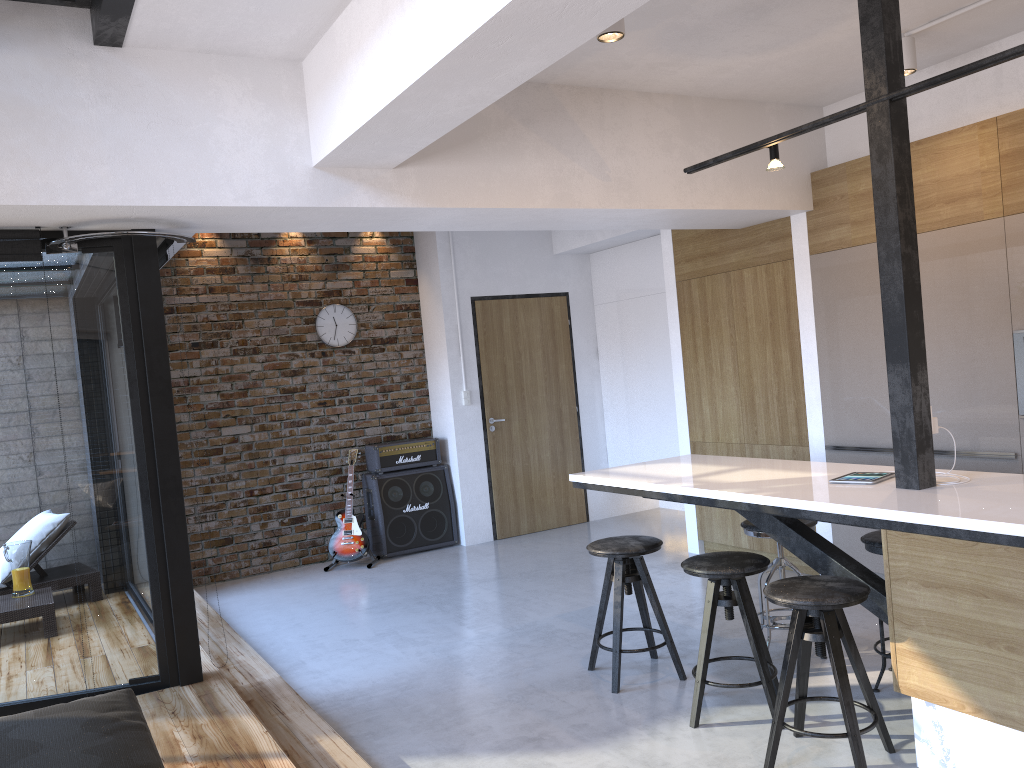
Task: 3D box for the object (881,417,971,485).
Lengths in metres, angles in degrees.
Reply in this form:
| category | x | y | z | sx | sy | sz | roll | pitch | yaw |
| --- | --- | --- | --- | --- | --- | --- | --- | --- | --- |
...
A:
| category | x | y | z | sx | sy | sz | roll | pitch | yaw |
| --- | --- | --- | --- | --- | --- | --- | --- | --- | --- |
| object | 1.613 | 0.244 | 3.474 | 0.214 | 0.246 | 0.417 | -6 | 1 | -8 |

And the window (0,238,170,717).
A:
| category | x | y | z | sx | sy | sz | roll | pitch | yaw |
| --- | --- | --- | --- | --- | --- | --- | --- | --- | --- |
| window | -2.819 | 0.475 | 3.707 | 2.447 | 2.052 | 0.100 | -6 | 2 | -12 |

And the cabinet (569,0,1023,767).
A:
| category | x | y | z | sx | sy | sz | roll | pitch | yaw |
| --- | --- | --- | --- | --- | --- | --- | --- | --- | --- |
| cabinet | 2.904 | -0.256 | 2.148 | 2.472 | 2.873 | 9.118 | -6 | 1 | -29 |

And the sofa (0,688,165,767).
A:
| category | x | y | z | sx | sy | sz | roll | pitch | yaw |
| --- | --- | --- | --- | --- | --- | --- | --- | --- | --- |
| sofa | -1.834 | 1.095 | 0.935 | 2.996 | 0.701 | 3.045 | -6 | 1 | -29 |

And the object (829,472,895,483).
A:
| category | x | y | z | sx | sy | sz | roll | pitch | yaw |
| --- | --- | --- | --- | --- | --- | --- | --- | --- | --- |
| object | 1.414 | 0.380 | 3.569 | 0.240 | 0.013 | 0.188 | -6 | 2 | -44 |

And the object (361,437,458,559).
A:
| category | x | y | z | sx | sy | sz | roll | pitch | yaw |
| --- | --- | --- | --- | --- | --- | --- | --- | --- | --- |
| object | -0.887 | 0.955 | 7.619 | 0.696 | 0.937 | 0.358 | -6 | 2 | -29 |

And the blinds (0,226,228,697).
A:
| category | x | y | z | sx | sy | sz | roll | pitch | yaw |
| --- | --- | --- | --- | --- | --- | --- | --- | --- | --- |
| blinds | -2.354 | 0.405 | 4.275 | 1.829 | 2.053 | 3.858 | -5 | 1 | 15 |

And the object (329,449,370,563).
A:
| category | x | y | z | sx | sy | sz | roll | pitch | yaw |
| --- | --- | --- | --- | --- | --- | --- | --- | --- | --- |
| object | -1.328 | 0.995 | 7.334 | 0.330 | 0.874 | 0.524 | -5 | 2 | 5 |

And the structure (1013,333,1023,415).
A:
| category | x | y | z | sx | sy | sz | roll | pitch | yaw |
| --- | --- | --- | --- | --- | --- | --- | --- | --- | --- |
| structure | 2.762 | -0.073 | 4.137 | 0.396 | 0.397 | 0.596 | -6 | 2 | -29 |

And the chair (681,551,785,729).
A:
| category | x | y | z | sx | sy | sz | roll | pitch | yaw |
| --- | --- | --- | --- | --- | --- | --- | --- | --- | --- |
| chair | 0.896 | 1.028 | 3.627 | 0.365 | 0.630 | 0.365 | -5 | 2 | 16 |

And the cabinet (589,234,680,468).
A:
| category | x | y | z | sx | sy | sz | roll | pitch | yaw |
| --- | --- | --- | --- | --- | --- | --- | --- | --- | --- |
| cabinet | 1.243 | -0.181 | 7.552 | 0.020 | 2.118 | 1.710 | -6 | 2 | -29 |

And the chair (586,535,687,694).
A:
| category | x | y | z | sx | sy | sz | roll | pitch | yaw |
| --- | --- | --- | --- | --- | --- | --- | --- | --- | --- |
| chair | 0.553 | 1.050 | 4.152 | 0.366 | 0.630 | 0.366 | -6 | 2 | -14 |

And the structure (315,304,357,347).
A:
| category | x | y | z | sx | sy | sz | roll | pitch | yaw |
| --- | --- | --- | --- | --- | --- | --- | --- | --- | --- |
| structure | -1.492 | -0.495 | 7.524 | 0.360 | 0.360 | 0.040 | -6 | 2 | -29 |

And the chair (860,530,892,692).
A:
| category | x | y | z | sx | sy | sz | roll | pitch | yaw |
| --- | --- | --- | --- | --- | --- | --- | --- | --- | --- |
| chair | 1.677 | 0.948 | 3.722 | 0.357 | 0.636 | 0.357 | -4 | 2 | 39 |

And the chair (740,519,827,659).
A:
| category | x | y | z | sx | sy | sz | roll | pitch | yaw |
| --- | --- | --- | --- | --- | --- | --- | --- | --- | --- |
| chair | 1.313 | 0.972 | 4.284 | 0.358 | 0.636 | 0.356 | -5 | 2 | 16 |

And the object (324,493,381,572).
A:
| category | x | y | z | sx | sy | sz | roll | pitch | yaw |
| --- | --- | --- | --- | --- | --- | --- | --- | --- | --- |
| object | -1.324 | 1.188 | 7.216 | 0.389 | 0.588 | 0.331 | -5 | 2 | 5 |

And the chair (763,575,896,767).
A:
| category | x | y | z | sx | sy | sz | roll | pitch | yaw |
| --- | --- | --- | --- | --- | --- | --- | --- | --- | --- |
| chair | 1.091 | 1.019 | 3.113 | 0.367 | 0.630 | 0.366 | -4 | 2 | 36 |
